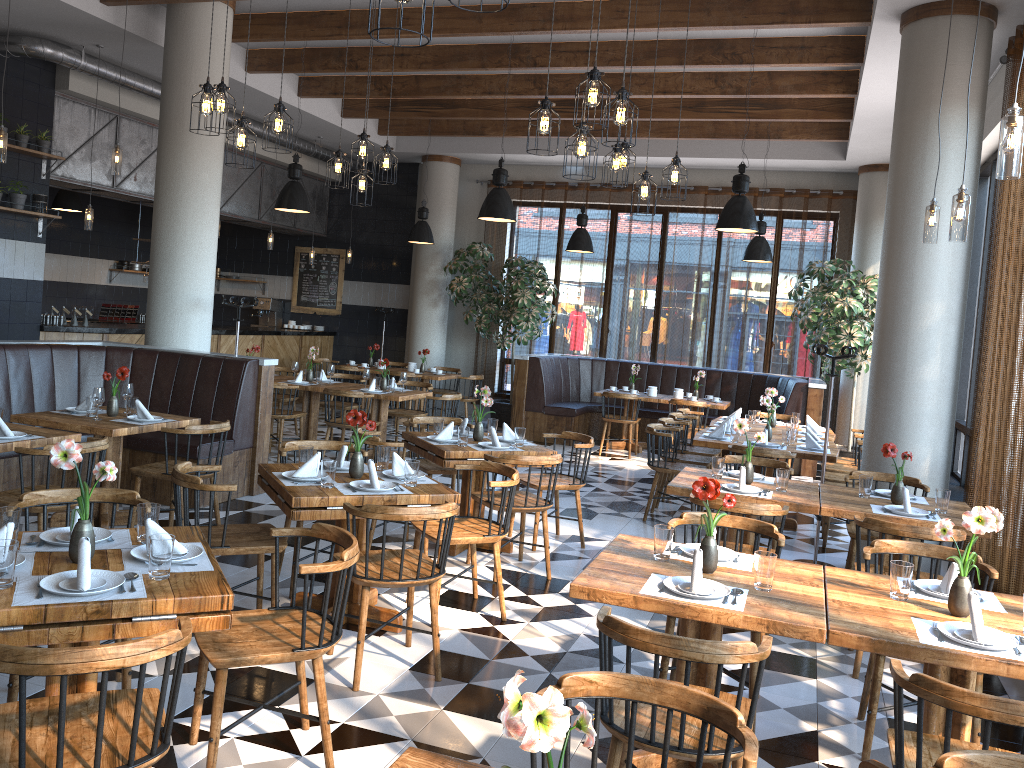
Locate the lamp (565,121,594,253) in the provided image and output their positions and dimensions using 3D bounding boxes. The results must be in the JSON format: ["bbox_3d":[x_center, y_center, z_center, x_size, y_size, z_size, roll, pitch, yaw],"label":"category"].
[{"bbox_3d":[0.971,-2.679,11.716,0.391,1.862,0.390,5,2,21],"label":"lamp"}]

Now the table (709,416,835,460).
[{"bbox_3d":[2.620,0.820,9.038,1.217,0.762,1.215,6,4,22],"label":"table"}]

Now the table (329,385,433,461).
[{"bbox_3d":[-1.446,0.448,9.604,0.851,0.763,0.851,6,3,18],"label":"table"}]

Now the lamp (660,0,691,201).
[{"bbox_3d":[1.221,-2.335,6.228,0.175,2.068,0.175,4,2,-29],"label":"lamp"}]

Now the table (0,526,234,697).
[{"bbox_3d":[-1.446,0.962,2.913,0.863,0.763,0.867,3,4,-27],"label":"table"}]

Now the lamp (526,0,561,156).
[{"bbox_3d":[0.250,-2.309,4.877,0.175,2.068,0.175,5,2,4],"label":"lamp"}]

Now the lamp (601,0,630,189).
[{"bbox_3d":[0.797,-2.406,6.151,0.175,2.068,0.175,4,2,-7],"label":"lamp"}]

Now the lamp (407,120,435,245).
[{"bbox_3d":[-1.209,-2.911,12.450,0.390,1.862,0.391,4,2,-24],"label":"lamp"}]

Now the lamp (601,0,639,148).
[{"bbox_3d":[0.651,-2.307,4.705,0.175,2.068,0.175,6,2,26],"label":"lamp"}]

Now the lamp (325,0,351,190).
[{"bbox_3d":[-1.324,-2.606,7.085,0.175,2.068,0.175,5,2,3],"label":"lamp"}]

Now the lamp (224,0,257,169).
[{"bbox_3d":[-1.592,-2.368,5.414,0.175,2.068,0.175,4,2,-11],"label":"lamp"}]

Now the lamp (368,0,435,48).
[{"bbox_3d":[-0.246,-2.040,2.557,0.175,2.068,0.175,5,2,13],"label":"lamp"}]

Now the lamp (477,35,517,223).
[{"bbox_3d":[-0.073,-2.526,8.619,0.390,1.862,0.391,5,2,6],"label":"lamp"}]

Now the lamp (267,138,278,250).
[{"bbox_3d":[-3.222,-2.808,12.047,0.078,1.961,0.078,6,2,26],"label":"lamp"}]

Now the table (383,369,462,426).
[{"bbox_3d":[-1.303,0.221,12.715,0.851,0.763,0.851,6,3,18],"label":"table"}]

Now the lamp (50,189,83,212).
[{"bbox_3d":[-5.795,-2.741,11.595,0.390,0.936,0.391,3,3,-39],"label":"lamp"}]

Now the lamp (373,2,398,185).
[{"bbox_3d":[-0.920,-2.604,6.920,0.175,2.068,0.175,6,2,25],"label":"lamp"}]

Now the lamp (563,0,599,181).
[{"bbox_3d":[0.450,-2.157,4.815,0.175,2.068,0.175,6,2,37],"label":"lamp"}]

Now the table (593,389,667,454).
[{"bbox_3d":[1.585,0.509,11.993,0.851,0.763,0.851,6,3,18],"label":"table"}]

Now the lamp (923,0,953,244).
[{"bbox_3d":[2.551,-1.810,5.211,0.078,1.961,0.078,4,2,-6],"label":"lamp"}]

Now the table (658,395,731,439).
[{"bbox_3d":[2.392,0.595,11.721,0.851,0.763,0.851,6,3,18],"label":"table"}]

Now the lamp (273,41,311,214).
[{"bbox_3d":[-2.252,-2.758,9.352,0.390,1.862,0.391,4,2,-4],"label":"lamp"}]

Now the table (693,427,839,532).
[{"bbox_3d":[2.218,0.879,7.843,1.217,0.762,1.215,6,4,22],"label":"table"}]

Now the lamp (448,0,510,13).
[{"bbox_3d":[-0.016,-2.154,2.580,0.175,2.068,0.175,4,2,-20],"label":"lamp"}]

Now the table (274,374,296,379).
[{"bbox_3d":[-3.058,0.277,10.146,0.851,0.763,0.851,6,3,18],"label":"table"}]

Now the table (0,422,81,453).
[{"bbox_3d":[-3.163,0.656,5.092,0.851,0.763,0.851,6,3,18],"label":"table"}]

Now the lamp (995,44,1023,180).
[{"bbox_3d":[1.856,-1.715,3.143,0.078,1.961,0.078,6,2,26],"label":"lamp"}]

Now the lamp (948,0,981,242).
[{"bbox_3d":[2.189,-1.652,4.163,0.078,1.961,0.078,3,2,-31],"label":"lamp"}]

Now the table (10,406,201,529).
[{"bbox_3d":[-2.811,0.605,6.138,0.851,0.763,0.851,6,3,18],"label":"table"}]

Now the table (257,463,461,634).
[{"bbox_3d":[-0.853,0.875,4.675,0.863,0.763,0.867,3,4,-27],"label":"table"}]

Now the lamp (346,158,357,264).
[{"bbox_3d":[-2.526,-2.903,14.115,0.078,1.961,0.078,3,3,-40],"label":"lamp"}]

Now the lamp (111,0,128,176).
[{"bbox_3d":[-3.230,-2.723,7.366,0.078,1.961,0.078,4,2,-6],"label":"lamp"}]

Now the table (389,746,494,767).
[{"bbox_3d":[0.020,1.201,1.336,0.851,0.763,0.851,6,3,18],"label":"table"}]

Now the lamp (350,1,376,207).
[{"bbox_3d":[-1.123,-2.454,7.027,0.175,2.068,0.175,6,2,36],"label":"lamp"}]

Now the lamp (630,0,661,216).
[{"bbox_3d":[0.997,-2.217,6.172,0.175,2.068,0.175,5,2,4],"label":"lamp"}]

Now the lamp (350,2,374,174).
[{"bbox_3d":[-1.078,-2.663,6.789,0.175,2.068,0.175,6,2,36],"label":"lamp"}]

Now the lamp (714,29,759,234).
[{"bbox_3d":[2.084,-2.296,7.894,0.390,1.862,0.391,4,2,-4],"label":"lamp"}]

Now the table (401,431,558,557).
[{"bbox_3d":[-0.278,0.790,6.380,0.863,0.763,0.867,3,4,-27],"label":"table"}]

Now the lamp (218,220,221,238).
[{"bbox_3d":[-3.588,-2.787,10.949,0.078,1.961,0.078,3,2,-37],"label":"lamp"}]

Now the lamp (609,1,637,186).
[{"bbox_3d":[0.872,-2.472,6.345,0.175,2.068,0.175,5,2,4],"label":"lamp"}]

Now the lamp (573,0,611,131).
[{"bbox_3d":[0.490,-2.367,4.576,0.175,2.068,0.175,6,2,37],"label":"lamp"}]

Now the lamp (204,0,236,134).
[{"bbox_3d":[-1.760,-2.623,5.543,0.175,2.068,0.175,4,2,-11],"label":"lamp"}]

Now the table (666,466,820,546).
[{"bbox_3d":[1.411,0.996,5.466,0.851,0.763,0.851,6,3,18],"label":"table"}]

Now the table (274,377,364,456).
[{"bbox_3d":[-2.252,0.363,9.875,0.851,0.763,0.851,6,3,18],"label":"table"}]

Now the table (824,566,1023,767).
[{"bbox_3d":[1.516,1.186,3.107,0.851,0.763,0.851,6,3,18],"label":"table"}]

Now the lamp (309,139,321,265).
[{"bbox_3d":[-2.889,-2.745,13.067,0.078,1.961,0.078,3,3,-42],"label":"lamp"}]

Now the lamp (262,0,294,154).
[{"bbox_3d":[-1.392,-2.491,5.524,0.175,2.068,0.175,3,3,-44],"label":"lamp"}]

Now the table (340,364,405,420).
[{"bbox_3d":[-2.109,0.135,12.986,0.851,0.763,0.851,6,3,18],"label":"table"}]

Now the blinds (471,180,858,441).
[{"bbox_3d":[2.074,-1.191,13.307,5.550,3.576,0.155,6,2,19],"label":"blinds"}]

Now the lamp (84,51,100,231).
[{"bbox_3d":[-4.251,-2.549,9.021,0.078,1.961,0.078,3,3,-40],"label":"lamp"}]

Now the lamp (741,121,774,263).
[{"bbox_3d":[3.127,-2.450,10.991,0.391,1.862,0.390,6,2,31],"label":"lamp"}]

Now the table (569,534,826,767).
[{"bbox_3d":[0.708,1.100,3.379,0.851,0.763,0.851,6,3,18],"label":"table"}]

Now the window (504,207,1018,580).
[{"bbox_3d":[2.779,-0.594,7.104,4.490,3.159,15.167,4,4,-5],"label":"window"}]

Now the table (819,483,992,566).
[{"bbox_3d":[2.219,1.083,5.194,0.851,0.763,0.851,6,3,18],"label":"table"}]

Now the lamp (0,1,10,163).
[{"bbox_3d":[-3.592,-2.565,6.318,0.078,1.961,0.078,3,2,-31],"label":"lamp"}]

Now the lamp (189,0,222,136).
[{"bbox_3d":[-1.781,-2.552,5.337,0.175,2.068,0.175,4,2,-22],"label":"lamp"}]
